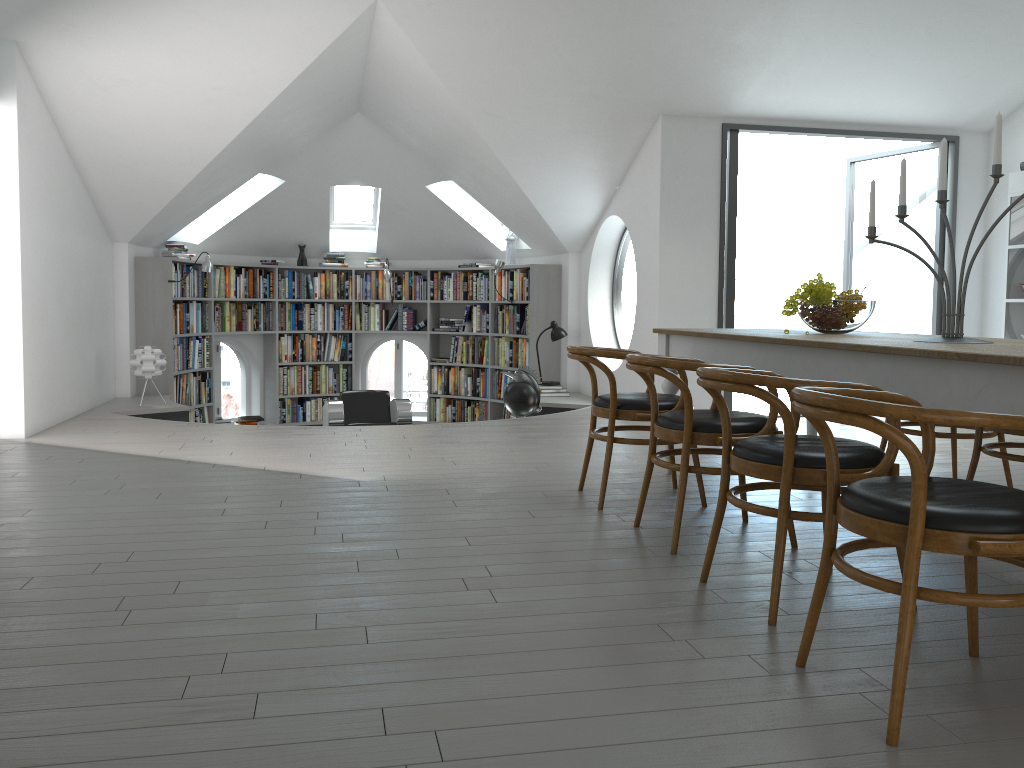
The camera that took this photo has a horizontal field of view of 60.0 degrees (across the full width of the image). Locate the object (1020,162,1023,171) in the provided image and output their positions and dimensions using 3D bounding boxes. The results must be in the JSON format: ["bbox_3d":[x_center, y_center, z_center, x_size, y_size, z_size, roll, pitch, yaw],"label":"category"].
[{"bbox_3d":[4.118,-1.655,6.820,0.298,0.119,0.299,0,5,-12],"label":"object"}]

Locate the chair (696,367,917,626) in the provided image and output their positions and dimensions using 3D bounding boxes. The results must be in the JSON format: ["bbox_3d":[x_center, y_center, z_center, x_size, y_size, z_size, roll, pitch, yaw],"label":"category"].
[{"bbox_3d":[0.887,0.314,2.808,0.621,0.733,0.528,-1,4,-17],"label":"chair"}]

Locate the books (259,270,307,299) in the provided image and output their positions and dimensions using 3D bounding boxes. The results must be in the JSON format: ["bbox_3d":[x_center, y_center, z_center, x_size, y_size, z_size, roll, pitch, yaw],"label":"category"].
[{"bbox_3d":[-2.791,-1.190,10.629,0.682,0.345,0.265,-3,5,-35],"label":"books"}]

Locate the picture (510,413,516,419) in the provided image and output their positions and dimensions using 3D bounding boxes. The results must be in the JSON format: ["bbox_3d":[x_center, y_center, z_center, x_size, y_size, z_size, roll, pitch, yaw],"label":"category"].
[{"bbox_3d":[0.055,0.489,9.607,0.107,0.554,0.490,-1,4,-21],"label":"picture"}]

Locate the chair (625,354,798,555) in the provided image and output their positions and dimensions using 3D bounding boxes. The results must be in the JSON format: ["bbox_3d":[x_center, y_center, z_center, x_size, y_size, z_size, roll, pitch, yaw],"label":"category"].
[{"bbox_3d":[0.754,0.250,3.523,0.621,0.733,0.528,0,4,-12],"label":"chair"}]

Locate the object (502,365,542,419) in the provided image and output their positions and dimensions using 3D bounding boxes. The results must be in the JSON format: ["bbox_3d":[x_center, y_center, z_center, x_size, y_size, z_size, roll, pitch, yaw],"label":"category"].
[{"bbox_3d":[0.085,0.106,7.960,0.320,0.561,0.321,-3,5,-39],"label":"object"}]

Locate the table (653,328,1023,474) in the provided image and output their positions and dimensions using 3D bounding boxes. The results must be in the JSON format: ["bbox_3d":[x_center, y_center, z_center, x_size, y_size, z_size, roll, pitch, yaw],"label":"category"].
[{"bbox_3d":[1.611,0.235,3.376,1.018,0.797,3.356,0,5,-12],"label":"table"}]

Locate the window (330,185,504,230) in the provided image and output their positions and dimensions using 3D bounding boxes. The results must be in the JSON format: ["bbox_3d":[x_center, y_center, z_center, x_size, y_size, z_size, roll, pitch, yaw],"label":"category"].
[{"bbox_3d":[-1.787,-2.192,10.105,4.055,0.712,1.936,-1,5,-12],"label":"window"}]

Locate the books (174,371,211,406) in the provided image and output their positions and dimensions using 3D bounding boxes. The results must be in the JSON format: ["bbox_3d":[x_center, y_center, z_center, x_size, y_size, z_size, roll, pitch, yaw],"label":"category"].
[{"bbox_3d":[-3.494,0.256,9.063,0.390,0.694,1.644,0,5,-2],"label":"books"}]

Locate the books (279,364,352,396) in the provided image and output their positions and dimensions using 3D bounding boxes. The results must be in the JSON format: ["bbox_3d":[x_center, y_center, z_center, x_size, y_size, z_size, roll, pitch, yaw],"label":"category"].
[{"bbox_3d":[-2.421,-0.063,10.889,1.032,0.357,0.293,-2,5,-27],"label":"books"}]

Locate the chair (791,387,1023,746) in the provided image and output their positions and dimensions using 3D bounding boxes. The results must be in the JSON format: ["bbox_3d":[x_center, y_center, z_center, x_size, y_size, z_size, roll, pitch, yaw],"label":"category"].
[{"bbox_3d":[0.967,0.379,2.088,0.621,0.733,0.528,0,4,-9],"label":"chair"}]

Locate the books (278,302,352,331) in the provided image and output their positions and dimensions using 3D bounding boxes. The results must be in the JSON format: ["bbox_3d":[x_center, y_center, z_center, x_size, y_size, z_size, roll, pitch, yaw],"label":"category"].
[{"bbox_3d":[-2.444,-0.829,10.874,1.028,0.358,0.301,-2,5,-26],"label":"books"}]

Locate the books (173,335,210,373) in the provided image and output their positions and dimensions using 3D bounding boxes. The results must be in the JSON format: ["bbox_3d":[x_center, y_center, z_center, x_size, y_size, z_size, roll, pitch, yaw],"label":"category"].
[{"bbox_3d":[-3.479,-0.319,9.293,0.260,0.358,1.022,1,5,5],"label":"books"}]

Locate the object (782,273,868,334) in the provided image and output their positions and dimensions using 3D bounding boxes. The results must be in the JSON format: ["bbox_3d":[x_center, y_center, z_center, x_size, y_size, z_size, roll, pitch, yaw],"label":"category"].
[{"bbox_3d":[1.481,-0.376,4.155,0.292,0.284,0.394,4,6,42],"label":"object"}]

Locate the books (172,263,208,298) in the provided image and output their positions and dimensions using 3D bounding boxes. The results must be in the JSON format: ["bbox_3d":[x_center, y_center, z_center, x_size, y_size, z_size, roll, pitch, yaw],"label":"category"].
[{"bbox_3d":[-3.501,-1.082,9.258,0.300,0.360,1.035,1,5,4],"label":"books"}]

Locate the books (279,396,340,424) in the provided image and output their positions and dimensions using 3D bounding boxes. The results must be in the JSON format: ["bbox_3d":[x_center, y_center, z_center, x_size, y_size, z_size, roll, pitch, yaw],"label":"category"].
[{"bbox_3d":[-2.438,0.300,10.899,1.019,0.306,0.288,-2,5,-27],"label":"books"}]

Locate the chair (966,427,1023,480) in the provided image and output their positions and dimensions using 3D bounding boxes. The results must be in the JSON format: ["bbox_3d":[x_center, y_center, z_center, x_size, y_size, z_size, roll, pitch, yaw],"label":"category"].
[{"bbox_3d":[2.336,0.239,3.802,0.621,0.733,0.528,-1,4,-15],"label":"chair"}]

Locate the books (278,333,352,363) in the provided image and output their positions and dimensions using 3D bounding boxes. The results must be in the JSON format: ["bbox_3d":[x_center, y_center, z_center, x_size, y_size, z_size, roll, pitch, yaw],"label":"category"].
[{"bbox_3d":[-2.429,-0.448,10.859,0.998,0.351,0.298,-2,5,-28],"label":"books"}]

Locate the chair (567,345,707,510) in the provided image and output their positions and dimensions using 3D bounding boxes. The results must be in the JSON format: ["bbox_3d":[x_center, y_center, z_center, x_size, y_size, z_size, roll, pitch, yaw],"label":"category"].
[{"bbox_3d":[0.566,0.185,4.225,0.621,0.733,0.528,0,4,-8],"label":"chair"}]

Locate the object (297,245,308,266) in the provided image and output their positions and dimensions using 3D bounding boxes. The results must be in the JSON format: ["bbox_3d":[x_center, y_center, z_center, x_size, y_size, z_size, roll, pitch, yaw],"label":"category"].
[{"bbox_3d":[-2.528,-1.550,10.732,0.147,0.264,0.202,0,4,-15],"label":"object"}]

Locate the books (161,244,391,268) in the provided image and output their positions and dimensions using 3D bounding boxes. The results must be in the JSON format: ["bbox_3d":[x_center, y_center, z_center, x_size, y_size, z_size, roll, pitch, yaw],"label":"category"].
[{"bbox_3d":[-2.731,-1.473,10.328,2.816,0.173,0.748,-4,7,-41],"label":"books"}]

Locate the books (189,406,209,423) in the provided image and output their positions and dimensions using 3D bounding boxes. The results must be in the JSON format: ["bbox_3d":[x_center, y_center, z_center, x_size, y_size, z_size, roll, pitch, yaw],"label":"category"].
[{"bbox_3d":[-3.516,0.418,9.400,0.283,0.319,0.920,1,5,7],"label":"books"}]

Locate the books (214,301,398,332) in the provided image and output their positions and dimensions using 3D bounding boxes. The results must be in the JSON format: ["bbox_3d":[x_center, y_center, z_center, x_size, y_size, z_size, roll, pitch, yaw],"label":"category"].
[{"bbox_3d":[-2.540,-0.801,10.617,2.530,0.370,0.592,-3,6,-31],"label":"books"}]

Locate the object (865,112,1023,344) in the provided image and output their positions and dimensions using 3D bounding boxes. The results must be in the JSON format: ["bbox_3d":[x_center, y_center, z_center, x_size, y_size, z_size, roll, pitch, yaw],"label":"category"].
[{"bbox_3d":[1.663,-0.581,3.166,0.266,0.873,0.776,-2,5,-38],"label":"object"}]

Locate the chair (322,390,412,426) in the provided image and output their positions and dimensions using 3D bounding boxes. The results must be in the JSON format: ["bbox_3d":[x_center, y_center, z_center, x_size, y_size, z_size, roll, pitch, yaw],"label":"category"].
[{"bbox_3d":[-1.483,0.445,9.023,0.823,0.718,0.742,-1,4,-17],"label":"chair"}]

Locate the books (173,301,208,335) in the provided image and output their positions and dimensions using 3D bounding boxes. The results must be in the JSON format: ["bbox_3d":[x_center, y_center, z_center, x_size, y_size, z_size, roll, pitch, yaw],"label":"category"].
[{"bbox_3d":[-3.516,-0.697,9.300,0.303,0.347,1.090,1,5,4],"label":"books"}]

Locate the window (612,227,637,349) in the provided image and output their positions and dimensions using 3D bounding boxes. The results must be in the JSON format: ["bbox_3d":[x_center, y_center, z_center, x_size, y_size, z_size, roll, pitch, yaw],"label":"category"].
[{"bbox_3d":[1.231,-0.864,8.430,0.104,1.467,1.473,0,4,-12],"label":"window"}]

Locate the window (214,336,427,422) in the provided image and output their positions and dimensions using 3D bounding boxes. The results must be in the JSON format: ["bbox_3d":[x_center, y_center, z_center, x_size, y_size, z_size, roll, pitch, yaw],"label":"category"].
[{"bbox_3d":[-2.485,-0.076,10.961,3.232,1.149,0.618,-2,4,-26],"label":"window"}]

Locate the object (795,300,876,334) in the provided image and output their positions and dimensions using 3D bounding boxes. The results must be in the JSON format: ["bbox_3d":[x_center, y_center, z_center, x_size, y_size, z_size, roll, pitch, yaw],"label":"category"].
[{"bbox_3d":[1.508,-0.312,4.150,0.360,0.159,0.360,-2,6,-31],"label":"object"}]

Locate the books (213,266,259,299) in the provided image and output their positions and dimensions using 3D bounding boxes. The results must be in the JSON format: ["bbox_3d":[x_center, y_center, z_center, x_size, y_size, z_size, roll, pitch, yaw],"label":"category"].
[{"bbox_3d":[-3.238,-1.159,10.114,0.269,0.372,0.794,3,5,32],"label":"books"}]

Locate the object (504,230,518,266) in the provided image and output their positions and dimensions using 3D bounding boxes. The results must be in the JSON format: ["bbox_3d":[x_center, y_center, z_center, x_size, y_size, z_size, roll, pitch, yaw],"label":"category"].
[{"bbox_3d":[-0.015,-1.585,10.200,0.179,0.472,0.179,0,4,-3],"label":"object"}]

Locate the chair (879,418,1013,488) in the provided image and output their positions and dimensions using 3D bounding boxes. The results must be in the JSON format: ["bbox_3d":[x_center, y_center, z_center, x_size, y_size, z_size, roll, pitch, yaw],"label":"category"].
[{"bbox_3d":[2.247,0.174,4.523,0.621,0.733,0.528,0,4,-12],"label":"chair"}]

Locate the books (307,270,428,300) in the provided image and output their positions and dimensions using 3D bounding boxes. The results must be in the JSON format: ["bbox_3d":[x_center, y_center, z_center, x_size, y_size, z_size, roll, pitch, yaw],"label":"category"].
[{"bbox_3d":[-1.772,-1.221,10.968,1.565,0.366,0.394,0,4,-6],"label":"books"}]

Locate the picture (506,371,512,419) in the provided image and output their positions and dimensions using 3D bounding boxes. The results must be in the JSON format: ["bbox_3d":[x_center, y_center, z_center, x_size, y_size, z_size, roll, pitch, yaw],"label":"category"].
[{"bbox_3d":[0.063,0.313,9.781,0.090,0.861,0.579,-1,4,-22],"label":"picture"}]
